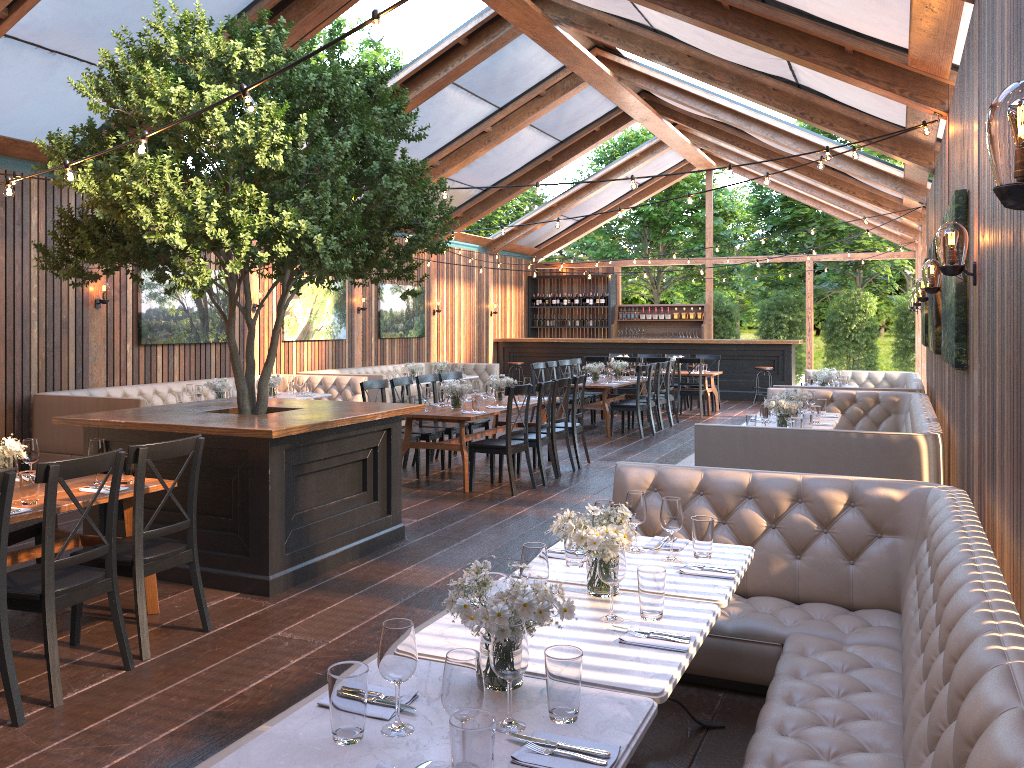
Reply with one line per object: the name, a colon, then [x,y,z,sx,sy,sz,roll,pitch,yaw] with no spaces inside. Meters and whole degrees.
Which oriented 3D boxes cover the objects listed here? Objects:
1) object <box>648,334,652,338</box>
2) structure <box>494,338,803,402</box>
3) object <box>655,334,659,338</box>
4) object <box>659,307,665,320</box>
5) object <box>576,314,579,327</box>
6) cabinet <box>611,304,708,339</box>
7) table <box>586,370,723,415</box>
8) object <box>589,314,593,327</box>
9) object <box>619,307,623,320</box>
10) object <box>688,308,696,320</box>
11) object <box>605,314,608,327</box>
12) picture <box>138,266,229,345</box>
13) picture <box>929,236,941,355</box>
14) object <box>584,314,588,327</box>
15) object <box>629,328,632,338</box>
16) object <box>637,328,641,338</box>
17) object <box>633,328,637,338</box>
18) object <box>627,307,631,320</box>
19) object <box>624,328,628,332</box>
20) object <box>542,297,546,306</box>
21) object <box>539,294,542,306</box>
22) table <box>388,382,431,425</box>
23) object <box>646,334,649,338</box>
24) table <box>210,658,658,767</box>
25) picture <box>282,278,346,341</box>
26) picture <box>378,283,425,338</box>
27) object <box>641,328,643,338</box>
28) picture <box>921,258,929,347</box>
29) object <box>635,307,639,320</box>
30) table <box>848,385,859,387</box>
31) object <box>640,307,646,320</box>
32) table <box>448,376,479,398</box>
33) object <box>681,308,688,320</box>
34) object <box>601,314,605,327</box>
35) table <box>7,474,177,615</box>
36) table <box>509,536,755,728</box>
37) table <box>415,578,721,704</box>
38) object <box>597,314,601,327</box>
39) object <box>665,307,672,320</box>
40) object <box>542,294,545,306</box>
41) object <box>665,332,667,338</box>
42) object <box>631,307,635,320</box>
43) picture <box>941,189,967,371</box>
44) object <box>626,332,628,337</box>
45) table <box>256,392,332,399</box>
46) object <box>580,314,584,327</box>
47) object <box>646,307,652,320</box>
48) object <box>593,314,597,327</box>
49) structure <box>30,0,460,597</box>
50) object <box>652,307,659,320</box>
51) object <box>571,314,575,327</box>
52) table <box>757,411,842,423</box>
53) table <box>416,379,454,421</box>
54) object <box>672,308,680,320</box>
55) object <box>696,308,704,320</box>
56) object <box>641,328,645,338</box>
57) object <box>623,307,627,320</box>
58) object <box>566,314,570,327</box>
object: [3.359,-1.174,21.493,0.124,0.096,0.124,2,3,35]
structure: [2.867,-0.363,19.659,6.803,1.275,0.857,2,2,24]
object: [3.519,-1.173,21.484,0.124,0.096,0.124,1,2,12]
object: [3.637,-1.716,21.503,0.138,0.311,0.138,0,1,18]
object: [1.636,-1.586,22.078,0.094,0.308,0.094,0,0,21]
cabinet: [3.559,-0.890,21.398,2.275,2.093,0.494,1,1,24]
table: [2.580,0.132,16.357,2.431,0.729,0.952,2,3,24]
object: [1.952,-1.577,21.955,0.094,0.308,0.094,0,0,-12]
object: [2.707,-1.750,21.943,0.094,0.318,0.094,0,0,24]
object: [4.312,-1.683,21.201,0.176,0.288,0.109,0,1,19]
object: [2.343,-1.567,21.796,0.094,0.308,0.094,0,0,-40]
picture: [-4.277,-1.035,11.709,0.065,0.997,1.652,0,3,24]
picture: [3.888,-0.794,8.140,0.065,0.997,1.652,0,3,24]
object: [1.843,-1.579,21.975,0.094,0.308,0.094,0,0,-11]
object: [2.906,-1.263,21.710,0.092,0.244,0.092,0,1,43]
object: [3.099,-1.257,21.623,0.092,0.244,0.092,0,0,-2]
object: [3.009,-1.260,21.674,0.092,0.244,0.092,0,0,-2]
object: [2.897,-1.745,21.864,0.094,0.318,0.094,0,0,19]
object: [2.805,-1.266,21.762,0.092,0.244,0.092,0,1,43]
object: [0.794,-2.129,22.550,0.136,0.316,0.136,0,1,-15]
object: [0.728,-2.119,22.460,0.077,0.307,0.077,0,0,40]
table: [-1.760,0.304,14.235,0.799,0.672,0.800,1,2,23]
object: [3.323,-1.184,21.647,0.124,0.096,0.124,2,3,35]
table: [-0.153,1.130,1.987,0.799,0.672,0.800,1,2,23]
picture: [-3.167,-1.207,14.270,0.065,0.997,1.652,0,3,24]
picture: [-2.075,-1.377,16.786,0.065,0.997,1.652,0,3,24]
object: [3.205,-1.262,21.703,0.092,0.244,0.092,0,0,-2]
picture: [4.998,-0.966,10.700,0.065,0.997,1.652,0,3,24]
object: [3.079,-1.738,21.766,0.094,0.318,0.094,0,0,34]
table: [4.733,0.375,13.182,0.799,0.672,0.800,1,2,23]
object: [3.216,-1.729,21.704,0.138,0.311,0.138,0,1,28]
table: [-1.107,0.203,15.730,0.799,0.672,0.800,1,2,23]
object: [4.151,-1.691,21.315,0.176,0.288,0.109,1,1,29]
object: [2.234,-1.567,21.805,0.094,0.308,0.094,0,0,25]
table: [-2.784,0.965,4.003,0.950,0.729,2.435,1,4,24]
table: [0.500,1.029,3.483,0.799,0.672,0.800,1,2,23]
table: [0.173,1.080,2.735,0.799,0.672,0.800,1,2,24]
object: [2.143,-1.571,21.858,0.094,0.308,0.094,0,0,20]
object: [3.791,-1.713,21.458,0.138,0.311,0.138,0,1,28]
object: [0.801,-2.118,22.406,0.077,0.309,0.077,0,0,2]
object: [3.755,-1.187,21.431,0.097,0.134,0.097,0,1,10]
object: [2.976,-1.740,21.792,0.094,0.318,0.094,0,0,19]
picture: [2.796,-0.624,5.623,0.065,0.997,1.652,0,3,24]
object: [2.830,-1.273,21.860,0.092,0.244,0.092,0,0,-2]
table: [-2.915,0.483,11.588,0.799,0.672,0.800,1,2,23]
object: [1.751,-1.584,22.054,0.094,0.308,0.094,0,0,-39]
object: [3.358,-1.725,21.638,0.138,0.311,0.138,0,1,23]
object: [2.059,-1.575,21.926,0.094,0.308,0.094,0,0,45]
structure: [-1.826,-0.668,6.221,2.715,3.695,2.853,1,2,32]
object: [3.502,-1.720,21.569,0.138,0.311,0.138,0,1,28]
object: [1.532,-1.590,22.143,0.094,0.308,0.094,0,0,23]
table: [2.925,0.654,9.039,0.799,0.672,0.800,1,2,23]
table: [-1.433,0.254,14.982,0.799,0.672,0.800,1,2,24]
object: [3.963,-1.695,21.372,0.176,0.288,0.109,0,1,19]
object: [4.497,-1.680,21.158,0.176,0.288,0.109,1,1,29]
object: [3.199,-1.255,21.589,0.092,0.244,0.092,0,0,-2]
object: [2.791,-1.745,21.876,0.094,0.318,0.094,0,0,39]
object: [1.410,-1.590,22.145,0.094,0.308,0.094,0,0,5]
